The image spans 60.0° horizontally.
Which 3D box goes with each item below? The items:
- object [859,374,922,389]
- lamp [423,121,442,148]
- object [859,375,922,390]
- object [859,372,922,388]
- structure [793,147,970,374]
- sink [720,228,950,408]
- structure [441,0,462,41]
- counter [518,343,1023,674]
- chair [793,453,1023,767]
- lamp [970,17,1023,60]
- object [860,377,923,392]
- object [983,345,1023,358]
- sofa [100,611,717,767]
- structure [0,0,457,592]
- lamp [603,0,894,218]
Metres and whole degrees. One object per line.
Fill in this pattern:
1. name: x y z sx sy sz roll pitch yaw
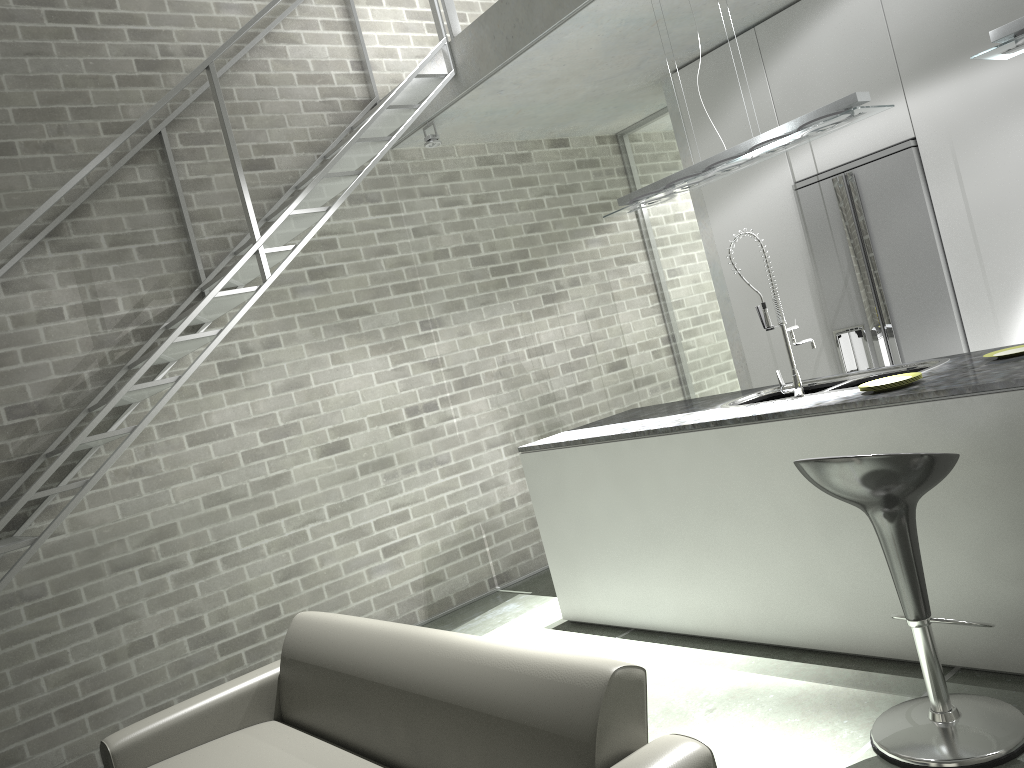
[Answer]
1. object: 1.376 -0.003 3.224 0.217 0.017 0.216 -15 1 -4
2. lamp: 2.605 -2.333 4.429 6.854 0.136 0.110 -14 1 18
3. object: 1.377 0.001 3.224 0.217 0.017 0.216 -15 1 -4
4. object: 1.375 -0.008 3.224 0.217 0.017 0.216 -15 1 -4
5. structure: 2.160 -0.280 4.986 0.160 1.900 0.743 -16 1 -37
6. sink: 1.301 -0.214 3.857 0.546 1.023 0.987 -16 1 -37
7. structure: 1.184 -2.807 2.865 0.070 0.972 5.560 -16 1 -37
8. counter: 1.783 0.403 3.273 0.900 0.960 4.400 -16 1 -37
9. chair: 1.190 0.608 2.651 0.464 0.931 0.457 -15 1 -23
10. lamp: 2.034 -1.737 2.593 0.290 0.964 1.490 -16 1 -37
11. object: 1.378 0.006 3.224 0.217 0.017 0.216 -15 1 -4
12. object: 1.848 -0.119 3.253 0.217 0.017 0.216 -15 1 -11
13. sofa: -0.480 1.164 2.456 0.902 0.717 2.114 -16 1 -37
14. structure: -1.997 -0.294 4.170 4.345 4.246 0.902 -16 1 -37
15. lamp: 0.902 -1.469 4.141 0.290 0.964 1.490 -16 1 -37
